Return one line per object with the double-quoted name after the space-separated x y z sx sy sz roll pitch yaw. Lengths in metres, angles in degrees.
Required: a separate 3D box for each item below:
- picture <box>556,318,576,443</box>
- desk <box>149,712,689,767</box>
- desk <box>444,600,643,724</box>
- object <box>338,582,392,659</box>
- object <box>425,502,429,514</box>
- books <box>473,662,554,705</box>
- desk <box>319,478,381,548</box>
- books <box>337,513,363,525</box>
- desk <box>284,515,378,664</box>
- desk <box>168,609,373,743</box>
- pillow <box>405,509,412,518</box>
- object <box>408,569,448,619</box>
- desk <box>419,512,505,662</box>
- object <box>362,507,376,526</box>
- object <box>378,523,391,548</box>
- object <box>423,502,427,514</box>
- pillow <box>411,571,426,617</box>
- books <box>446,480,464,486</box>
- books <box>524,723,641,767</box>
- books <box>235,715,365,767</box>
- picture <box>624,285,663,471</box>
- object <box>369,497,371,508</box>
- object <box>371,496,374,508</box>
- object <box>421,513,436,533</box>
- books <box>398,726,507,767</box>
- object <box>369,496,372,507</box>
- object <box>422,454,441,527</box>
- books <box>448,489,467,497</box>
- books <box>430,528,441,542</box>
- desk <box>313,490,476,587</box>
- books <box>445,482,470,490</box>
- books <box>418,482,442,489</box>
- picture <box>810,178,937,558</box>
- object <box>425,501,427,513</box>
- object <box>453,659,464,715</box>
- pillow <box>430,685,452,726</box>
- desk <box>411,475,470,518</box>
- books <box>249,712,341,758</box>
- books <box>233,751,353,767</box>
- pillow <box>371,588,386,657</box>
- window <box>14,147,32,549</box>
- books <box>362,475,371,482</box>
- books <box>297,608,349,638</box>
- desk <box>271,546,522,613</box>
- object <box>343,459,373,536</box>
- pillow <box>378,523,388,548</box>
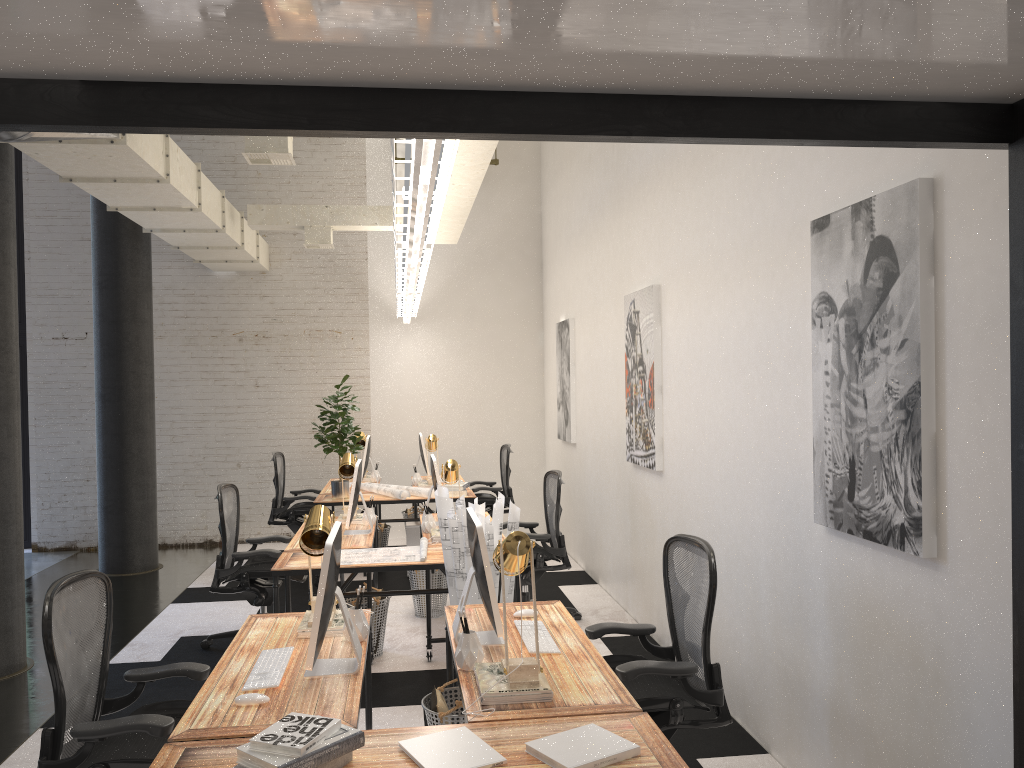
0.530 -0.030 8.762 0.049 1.183 0.731 -1 1 -7 "picture"
-0.241 1.350 2.304 1.401 0.725 0.529 -1 1 -7 "desk"
0.050 1.347 3.317 0.529 0.724 1.401 -1 0 -7 "desk"
-0.942 1.512 5.654 0.353 0.435 0.358 -1 0 -11 "object"
-0.557 0.893 5.935 0.054 0.207 0.008 -2 1 -42 "object"
-0.001 0.965 2.882 0.225 0.038 0.309 -1 0 -7 "books"
-1.565 1.358 8.743 0.529 0.724 1.401 -1 0 -7 "desk"
-1.162 0.988 6.510 0.225 0.038 0.309 -1 0 -7 "books"
-1.201 1.370 6.085 0.529 0.724 1.401 -1 0 -7 "desk"
-0.791 1.361 3.217 0.529 0.724 1.401 -1 0 -7 "desk"
-1.057 1.509 9.273 0.119 0.406 0.239 -1 1 -7 "pillow"
-0.615 1.507 6.621 0.353 0.435 0.358 -1 0 -11 "object"
-0.360 1.356 6.185 0.529 0.724 1.401 -1 0 -7 "desk"
-1.017 0.943 6.309 0.101 0.127 0.101 -1 1 38 "object"
-1.306 1.499 8.312 0.353 0.435 0.358 -1 0 -11 "object"
-0.570 0.894 5.938 0.054 0.207 0.008 -1 1 -20 "object"
-0.693 1.522 6.616 0.119 0.406 0.239 -1 1 -7 "pillow"
-0.509 0.874 7.854 0.153 0.030 0.185 -1 0 -9 "books"
0.186 0.970 2.358 0.235 0.024 0.200 -1 0 -34 "books"
-0.535 0.922 2.251 0.193 0.044 0.257 -1 0 40 "books"
0.882 -0.038 6.000 0.049 1.183 0.731 -1 1 -7 "picture"
-1.008 0.900 6.296 0.008 0.207 0.054 -1 1 -24 "object"
-1.008 0.901 6.320 0.054 0.207 0.008 -1 1 -20 "object"
-0.559 0.935 5.950 0.101 0.127 0.101 -1 1 38 "object"
-0.161 0.979 2.356 0.205 0.019 0.243 -1 0 -30 "books"
-1.020 0.901 6.322 0.054 0.207 0.008 -2 1 -42 "object"
-0.545 0.756 6.290 0.189 0.485 0.483 -1 0 -7 "object"
-0.513 0.953 7.839 0.200 0.050 0.271 -1 0 -10 "books"
-0.412 0.975 5.750 0.225 0.038 0.309 -1 0 -7 "books"
-1.016 1.347 7.830 1.401 0.725 0.529 -1 1 -7 "desk"
-0.493 0.905 7.856 0.193 0.044 0.257 -1 0 10 "books"
-0.776 0.962 8.407 0.225 0.038 0.309 -1 0 -7 "books"
1.249 -0.048 3.123 0.049 1.183 0.731 -1 1 -7 "picture"
-0.569 0.893 5.962 0.008 0.207 0.054 -1 1 -24 "object"
-0.149 1.527 4.665 0.353 0.398 0.353 -1 1 38 "object"
-0.283 1.512 3.747 0.119 0.406 0.239 -1 1 -7 "pillow"
-0.724 1.344 8.843 0.529 0.724 1.401 -1 0 -7 "desk"
-0.549 0.890 2.257 0.153 0.030 0.185 -1 0 21 "books"
-0.561 0.969 2.247 0.200 0.050 0.271 -1 0 20 "books"
-0.863 1.524 5.660 0.119 0.406 0.239 -1 1 -7 "pillow"
-6.467 -0.708 9.643 2.491 5.180 0.137 -1 1 -7 "window"
-1.526 0.975 9.167 0.225 0.038 0.309 -1 0 -7 "books"
-0.752 0.978 3.642 0.225 0.038 0.309 -1 0 -7 "books"
-0.652 1.360 5.172 1.401 0.725 0.529 -1 1 -7 "desk"
-1.037 0.763 5.963 0.189 0.485 0.483 -1 0 -7 "object"
-1.227 1.511 8.317 0.119 0.406 0.239 -1 1 -7 "pillow"
